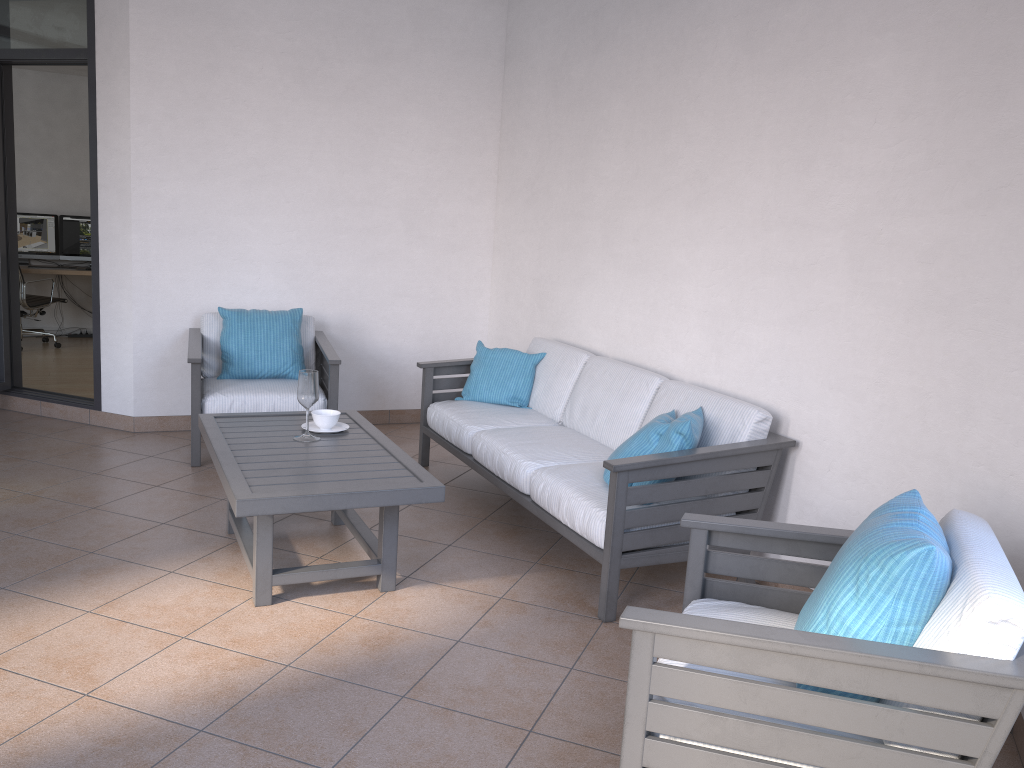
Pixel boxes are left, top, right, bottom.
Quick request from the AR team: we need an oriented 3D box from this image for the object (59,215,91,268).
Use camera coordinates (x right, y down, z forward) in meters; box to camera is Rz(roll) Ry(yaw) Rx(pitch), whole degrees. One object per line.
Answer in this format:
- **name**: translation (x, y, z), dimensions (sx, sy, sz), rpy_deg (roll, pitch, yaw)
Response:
- **object**: translation (-4.370, -1.491, 9.356), dimensions (0.716, 0.535, 0.190), rpy_deg (0, 11, -20)

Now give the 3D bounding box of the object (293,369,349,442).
- **object**: translation (-0.827, 0.066, 3.749), dimensions (0.203, 0.284, 0.337), rpy_deg (9, 11, 25)

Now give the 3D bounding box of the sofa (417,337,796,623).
- **sofa**: translation (0.260, 0.282, 4.234), dimensions (0.807, 0.765, 2.161), rpy_deg (-1, 11, -25)

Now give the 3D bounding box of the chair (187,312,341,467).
- **chair**: translation (-1.461, 0.000, 5.165), dimensions (0.797, 0.765, 0.807), rpy_deg (0, 11, -19)

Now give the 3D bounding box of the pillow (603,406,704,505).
- **pillow**: translation (0.550, 0.259, 3.513), dimensions (0.377, 0.370, 0.543), rpy_deg (7, 11, 15)

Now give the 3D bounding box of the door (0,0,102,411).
- **door**: translation (-2.966, -1.074, 5.111), dimensions (0.905, 2.500, 0.924), rpy_deg (7, 11, 20)

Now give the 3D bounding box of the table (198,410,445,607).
- **table**: translation (-0.830, 0.478, 3.573), dimensions (0.710, 0.473, 1.260), rpy_deg (-1, 11, -25)

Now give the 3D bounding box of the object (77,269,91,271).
- **object**: translation (-4.329, -1.174, 9.117), dimensions (0.250, 0.002, 0.200), rpy_deg (-1, 11, -25)

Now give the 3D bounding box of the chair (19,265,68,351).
- **chair**: translation (-4.800, -0.860, 8.635), dimensions (0.664, 0.991, 0.699), rpy_deg (9, 11, 25)

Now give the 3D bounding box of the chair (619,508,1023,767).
- **chair**: translation (0.728, 0.691, 2.135), dimensions (0.807, 0.765, 0.797), rpy_deg (8, 11, 20)

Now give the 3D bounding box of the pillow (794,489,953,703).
- **pillow**: translation (0.833, 0.488, 2.059), dimensions (0.316, 0.426, 0.510), rpy_deg (7, 11, 17)
